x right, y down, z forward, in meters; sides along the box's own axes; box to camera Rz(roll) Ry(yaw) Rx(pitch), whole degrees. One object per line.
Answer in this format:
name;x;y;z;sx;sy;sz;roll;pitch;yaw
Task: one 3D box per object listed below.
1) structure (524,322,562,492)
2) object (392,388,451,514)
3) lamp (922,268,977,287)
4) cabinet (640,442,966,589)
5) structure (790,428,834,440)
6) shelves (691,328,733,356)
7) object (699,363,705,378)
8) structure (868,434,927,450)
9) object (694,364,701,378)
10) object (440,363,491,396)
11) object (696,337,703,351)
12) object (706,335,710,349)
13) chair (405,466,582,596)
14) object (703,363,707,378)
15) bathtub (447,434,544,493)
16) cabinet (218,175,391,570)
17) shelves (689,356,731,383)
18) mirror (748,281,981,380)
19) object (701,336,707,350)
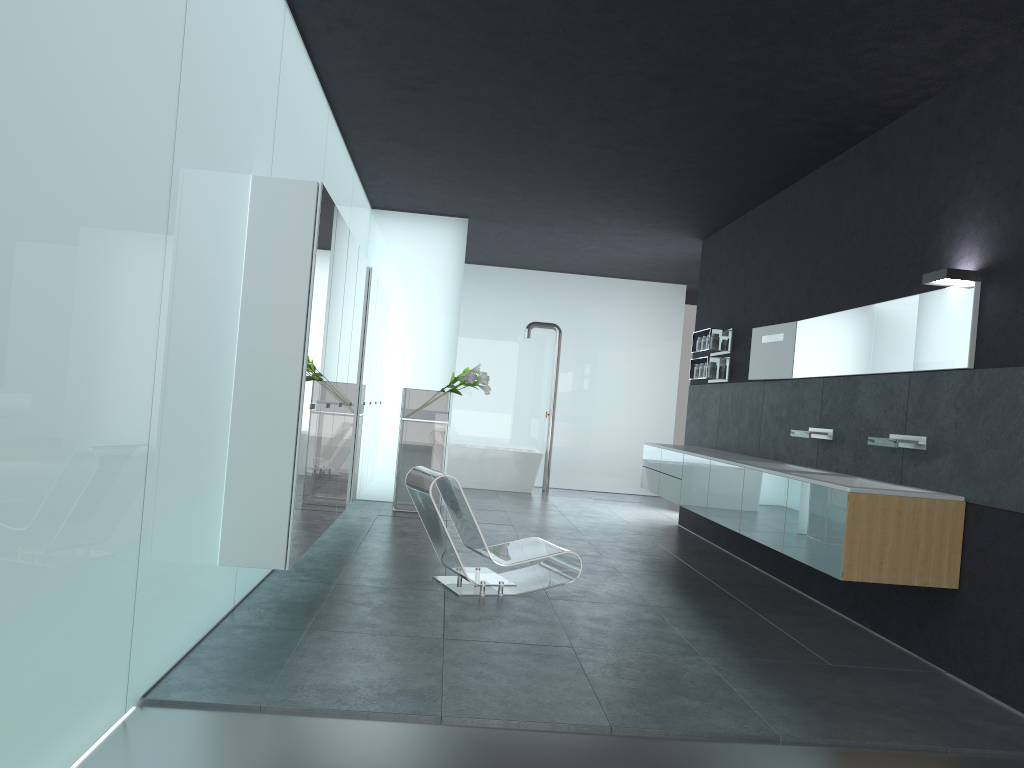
structure;0.417;0.402;14.782;0.643;2.871;0.123;5;0;-4
object;-1.115;0.819;11.032;0.585;1.491;0.575;5;0;-4
lamp;2.753;-0.670;5.584;0.198;0.066;0.277;5;-1;-4
cabinet;2.155;0.974;8.107;0.734;0.556;5.583;5;-1;-4
structure;2.515;0.411;7.470;0.186;0.088;0.482;5;-1;-4
shelves;2.368;-0.499;10.525;0.265;0.285;0.770;5;-1;-4
object;2.284;-0.153;10.587;0.096;0.184;0.068;5;0;5
structure;2.615;0.387;6.055;0.186;0.088;0.482;5;-1;-4
object;2.269;-0.149;10.800;0.096;0.184;0.067;5;0;-12
object;-0.763;0.074;10.902;1.024;0.779;0.974;5;-1;-12
object;2.297;-0.476;10.801;0.096;0.184;0.067;5;0;-12
object;2.325;-0.482;10.399;0.096;0.184;0.067;5;0;-6
chair;-0.147;1.116;6.776;1.262;0.871;0.628;5;-1;-23
object;2.297;-0.156;10.399;0.096;0.184;0.067;5;0;-6
bathtub;-0.519;1.276;14.723;1.978;0.858;0.960;5;-1;-4
cabinet;-1.580;-0.011;8.017;0.398;2.215;6.004;5;-1;-4
shelves;2.339;-0.172;10.524;0.265;0.285;0.770;5;-1;-4
mirror;2.677;-0.330;7.258;0.109;0.532;3.722;5;-1;-5
object;2.312;-0.479;10.587;0.096;0.184;0.068;5;0;5
